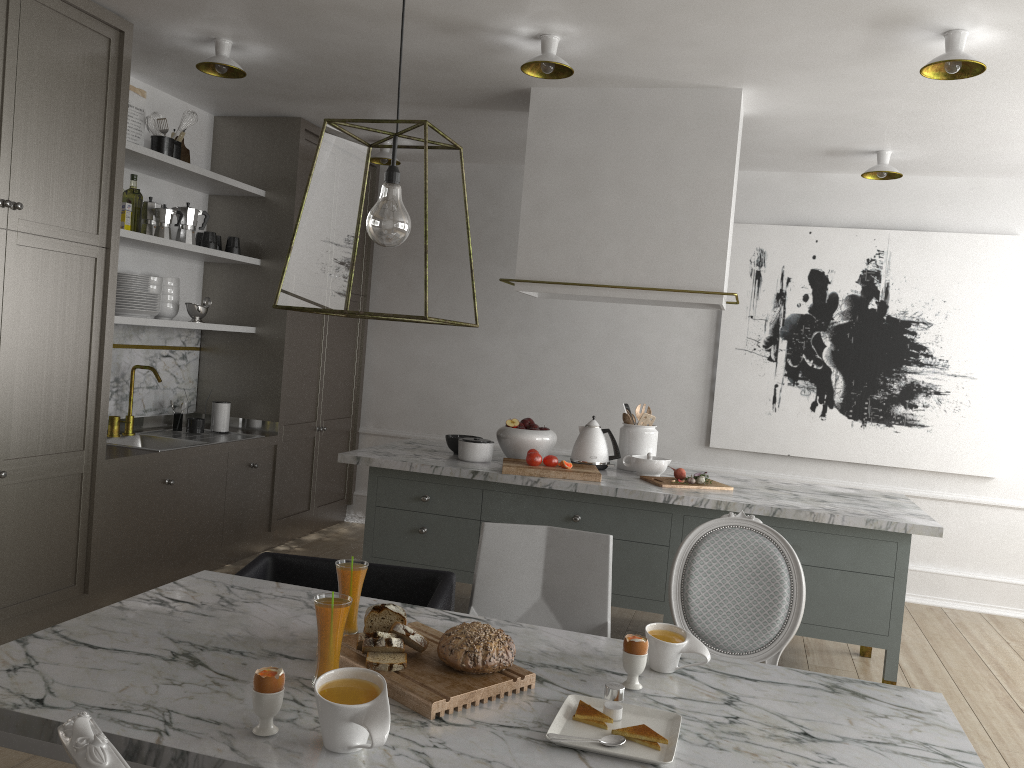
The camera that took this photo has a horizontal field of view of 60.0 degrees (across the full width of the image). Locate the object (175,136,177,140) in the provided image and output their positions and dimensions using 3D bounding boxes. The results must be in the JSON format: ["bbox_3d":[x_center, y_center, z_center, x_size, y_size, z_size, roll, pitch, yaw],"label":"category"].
[{"bbox_3d":[-1.686,-1.157,4.442,0.023,0.185,0.092,6,3,25],"label":"object"}]

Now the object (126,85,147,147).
[{"bbox_3d":[-1.792,-1.224,4.126,0.074,0.327,0.183,6,3,24],"label":"object"}]

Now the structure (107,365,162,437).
[{"bbox_3d":[-1.819,0.083,4.255,0.195,0.347,0.167,6,3,23],"label":"structure"}]

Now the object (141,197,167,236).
[{"bbox_3d":[-1.734,-0.794,4.276,0.175,0.212,0.111,3,3,-39],"label":"object"}]

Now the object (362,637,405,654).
[{"bbox_3d":[-0.246,0.504,1.704,0.083,0.055,0.073,4,2,-9],"label":"object"}]

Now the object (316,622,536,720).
[{"bbox_3d":[-0.173,0.551,1.741,0.260,0.031,0.360,2,3,-45],"label":"object"}]

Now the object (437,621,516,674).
[{"bbox_3d":[-0.067,0.509,1.728,0.157,0.075,0.151,3,3,-39],"label":"object"}]

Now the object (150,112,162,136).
[{"bbox_3d":[-1.661,-1.197,4.164,0.050,0.148,0.085,6,2,17],"label":"object"}]

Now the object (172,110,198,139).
[{"bbox_3d":[-1.586,-1.246,4.300,0.070,0.187,0.135,6,2,18],"label":"object"}]

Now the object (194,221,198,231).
[{"bbox_3d":[-1.652,-0.774,4.506,0.138,0.167,0.087,7,3,39],"label":"object"}]

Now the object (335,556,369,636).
[{"bbox_3d":[-0.345,0.450,1.885,0.071,0.188,0.071,6,3,36],"label":"object"}]

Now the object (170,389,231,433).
[{"bbox_3d":[-1.633,0.138,4.663,0.307,0.229,0.144,3,3,-32],"label":"object"}]

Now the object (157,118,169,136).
[{"bbox_3d":[-1.633,-1.151,4.190,0.039,0.185,0.132,5,2,6],"label":"object"}]

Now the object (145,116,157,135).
[{"bbox_3d":[-1.716,-1.205,4.244,0.085,0.148,0.050,4,2,-13],"label":"object"}]

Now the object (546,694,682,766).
[{"bbox_3d":[0.179,0.596,1.529,0.212,0.014,0.212,5,2,15],"label":"object"}]

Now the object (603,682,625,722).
[{"bbox_3d":[0.182,0.568,1.586,0.036,0.060,0.036,3,3,-34],"label":"object"}]

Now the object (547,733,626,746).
[{"bbox_3d":[0.125,0.591,1.470,0.132,0.013,0.032,4,2,-10],"label":"object"}]

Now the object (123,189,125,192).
[{"bbox_3d":[-1.822,-0.831,4.102,0.066,0.282,0.066,5,2,5],"label":"object"}]

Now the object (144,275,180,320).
[{"bbox_3d":[-1.775,-0.432,4.415,0.149,0.216,0.309,5,2,8],"label":"object"}]

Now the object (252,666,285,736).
[{"bbox_3d":[-0.391,0.506,1.421,0.050,0.101,0.050,5,2,11],"label":"object"}]

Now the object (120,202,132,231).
[{"bbox_3d":[-1.784,-0.755,4.041,0.077,0.141,0.044,5,2,10],"label":"object"}]

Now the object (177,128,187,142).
[{"bbox_3d":[-1.644,-1.161,4.346,0.083,0.201,0.023,4,2,-20],"label":"object"}]

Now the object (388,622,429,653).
[{"bbox_3d":[-0.203,0.500,1.741,0.079,0.067,0.074,4,2,-13],"label":"object"}]

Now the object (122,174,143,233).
[{"bbox_3d":[-1.743,-0.824,4.082,0.089,0.282,0.082,5,2,10],"label":"object"}]

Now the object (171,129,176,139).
[{"bbox_3d":[-1.680,-1.163,4.371,0.023,0.202,0.079,5,2,-5],"label":"object"}]

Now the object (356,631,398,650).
[{"bbox_3d":[-0.260,0.501,1.729,0.083,0.057,0.072,4,2,-9],"label":"object"}]

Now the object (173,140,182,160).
[{"bbox_3d":[-1.680,-1.123,4.338,0.112,0.128,0.112,5,2,-1],"label":"object"}]

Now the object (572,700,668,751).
[{"bbox_3d":[0.181,0.592,1.539,0.197,0.014,0.068,7,3,43],"label":"object"}]

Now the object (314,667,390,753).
[{"bbox_3d":[-0.235,0.522,1.387,0.170,0.105,0.110,6,3,35],"label":"object"}]

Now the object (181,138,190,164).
[{"bbox_3d":[-1.656,-1.154,4.458,0.038,0.183,0.092,6,3,25],"label":"object"}]

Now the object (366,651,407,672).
[{"bbox_3d":[-0.237,0.525,1.677,0.077,0.017,0.068,4,2,-7],"label":"object"}]

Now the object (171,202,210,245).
[{"bbox_3d":[-1.585,-0.786,4.362,0.175,0.212,0.111,4,2,-14],"label":"object"}]

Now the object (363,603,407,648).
[{"bbox_3d":[-0.259,0.483,1.811,0.086,0.087,0.090,4,2,-8],"label":"object"}]

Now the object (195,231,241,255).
[{"bbox_3d":[-1.569,-0.740,4.681,0.173,0.098,0.264,6,3,23],"label":"object"}]

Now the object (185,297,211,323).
[{"bbox_3d":[-1.598,-0.381,4.523,0.102,0.135,0.210,5,2,7],"label":"object"}]

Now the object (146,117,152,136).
[{"bbox_3d":[-1.709,-1.162,4.219,0.059,0.199,0.098,6,3,34],"label":"object"}]

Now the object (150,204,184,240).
[{"bbox_3d":[-1.620,-0.757,4.149,0.138,0.167,0.087,5,2,11],"label":"object"}]

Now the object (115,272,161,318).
[{"bbox_3d":[-1.768,-0.406,4.062,0.300,0.195,0.306,5,2,11],"label":"object"}]

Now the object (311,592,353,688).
[{"bbox_3d":[-0.333,0.462,1.622,0.071,0.188,0.071,6,3,36],"label":"object"}]

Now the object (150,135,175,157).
[{"bbox_3d":[-1.668,-1.113,4.227,0.108,0.118,0.108,5,2,6],"label":"object"}]

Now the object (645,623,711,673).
[{"bbox_3d":[0.346,0.561,1.866,0.138,0.085,0.089,5,2,10],"label":"object"}]
